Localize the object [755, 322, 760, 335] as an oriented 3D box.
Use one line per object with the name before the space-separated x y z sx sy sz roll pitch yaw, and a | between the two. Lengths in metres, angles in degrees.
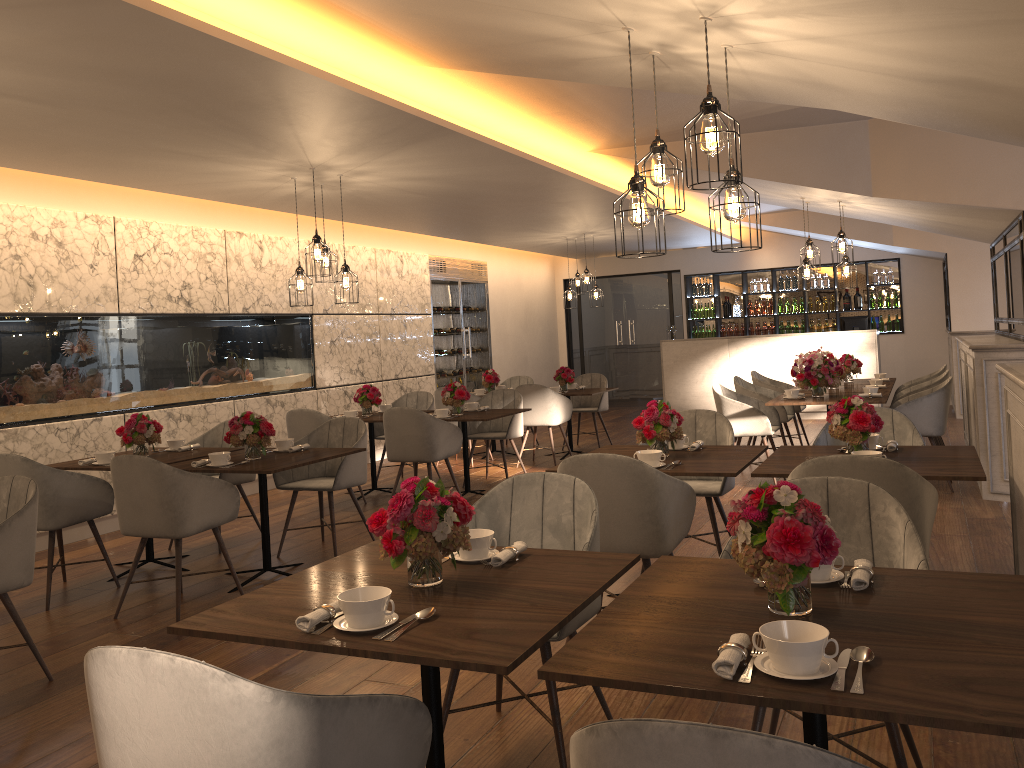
object | 3.972 -0.873 14.343 0.065 0.261 0.066 -3 0 4

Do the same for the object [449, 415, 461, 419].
object | -0.470 0.272 7.350 0.043 0.015 0.197 -2 3 21

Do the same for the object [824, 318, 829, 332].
object | 4.930 -0.902 13.897 0.065 0.261 0.066 -3 0 4

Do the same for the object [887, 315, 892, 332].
object | 5.756 -0.928 13.513 0.065 0.261 0.066 -3 0 4

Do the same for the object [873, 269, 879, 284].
object | 5.572 -1.641 13.550 0.070 0.236 0.041 -3 0 25

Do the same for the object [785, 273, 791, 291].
object | 4.391 -1.643 14.098 0.075 0.310 0.075 -3 0 36

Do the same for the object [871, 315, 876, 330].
object | 5.556 -0.922 13.606 0.065 0.263 0.066 -3 0 4

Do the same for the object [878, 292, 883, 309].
object | 5.636 -1.287 13.561 0.065 0.261 0.066 -3 0 4

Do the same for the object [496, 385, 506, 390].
object | -0.139 0.053 10.600 0.148 0.072 0.148 -5 3 -42

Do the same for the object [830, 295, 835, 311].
object | 5.010 -1.268 13.853 0.065 0.261 0.066 -3 0 4

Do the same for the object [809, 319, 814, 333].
object | 4.730 -0.896 13.990 0.065 0.261 0.066 -3 0 4

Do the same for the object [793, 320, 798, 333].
object | 4.509 -0.889 14.093 0.065 0.261 0.066 -3 0 4

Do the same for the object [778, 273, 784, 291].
object | 4.296 -1.640 14.142 0.075 0.310 0.075 -3 0 -33

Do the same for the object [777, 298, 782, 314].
object | 4.289 -1.246 14.188 0.065 0.261 0.066 -3 0 4

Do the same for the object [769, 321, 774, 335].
object | 4.172 -0.879 14.250 0.065 0.261 0.066 -3 0 4

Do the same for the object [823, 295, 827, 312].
object | 4.910 -1.265 13.899 0.065 0.261 0.066 -3 0 4

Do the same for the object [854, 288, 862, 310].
object | 5.335 -1.326 13.672 0.104 0.359 0.104 -3 0 -38

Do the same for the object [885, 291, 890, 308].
object | 5.736 -1.290 13.515 0.065 0.261 0.066 -3 0 4

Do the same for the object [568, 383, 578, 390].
object | 0.693 0.028 10.213 0.148 0.072 0.148 -5 3 -42

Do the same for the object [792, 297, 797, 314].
object | 4.489 -1.253 14.095 0.065 0.263 0.066 -3 0 4

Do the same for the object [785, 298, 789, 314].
object | 4.389 -1.250 14.141 0.065 0.263 0.066 -3 0 4

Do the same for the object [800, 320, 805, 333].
object | 4.609 -0.893 14.046 0.065 0.261 0.066 -3 0 4

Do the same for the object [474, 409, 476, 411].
object | -0.290 0.228 7.905 0.025 0.024 0.193 -3 3 25

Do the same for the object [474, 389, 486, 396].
object | -0.363 0.095 10.033 0.148 0.072 0.148 -4 3 -22

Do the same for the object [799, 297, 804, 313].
object | 4.589 -1.256 14.048 0.065 0.263 0.066 -3 0 4

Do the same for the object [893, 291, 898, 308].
object | 5.836 -1.293 13.468 0.065 0.261 0.066 -3 0 4

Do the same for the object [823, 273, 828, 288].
object | 4.909 -1.620 13.858 0.070 0.236 0.041 -3 0 25

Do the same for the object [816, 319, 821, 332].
object | 4.830 -0.899 13.944 0.065 0.261 0.066 -3 0 4

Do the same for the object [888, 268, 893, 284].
object | 5.754 -1.646 13.465 0.070 0.236 0.041 -3 0 25

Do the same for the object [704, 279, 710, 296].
object | 3.221 -1.607 14.642 0.075 0.310 0.075 -3 0 -18

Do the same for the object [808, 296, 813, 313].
object | 4.710 -1.258 13.992 0.065 0.261 0.066 -3 0 4

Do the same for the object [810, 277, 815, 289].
object | 4.727 -1.615 13.943 0.070 0.236 0.041 -3 0 25

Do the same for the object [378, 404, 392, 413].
object | -1.191 0.231 8.334 0.148 0.072 0.148 -4 3 -22

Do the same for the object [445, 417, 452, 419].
object | -0.499 0.278 7.371 0.022 0.004 0.211 -2 3 25

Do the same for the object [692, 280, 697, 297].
object | 3.032 -1.601 14.730 0.075 0.310 0.075 -3 0 -40

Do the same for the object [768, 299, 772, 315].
object | 4.152 -1.241 14.252 0.065 0.261 0.066 -3 0 4

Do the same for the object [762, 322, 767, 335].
object | 4.072 -0.876 14.296 0.065 0.261 0.066 -3 0 4

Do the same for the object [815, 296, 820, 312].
object | 4.810 -1.261 13.946 0.065 0.261 0.066 -3 0 4

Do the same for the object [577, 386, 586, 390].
object | 0.797 0.041 10.165 0.056 0.039 0.176 -2 3 25

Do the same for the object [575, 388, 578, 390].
object | 0.762 0.050 10.171 0.025 0.024 0.193 -3 3 25

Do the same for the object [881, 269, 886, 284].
object | 5.663 -1.643 13.508 0.070 0.236 0.041 -3 0 25

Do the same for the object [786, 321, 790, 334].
object | 4.409 -0.886 14.139 0.065 0.261 0.066 -3 0 4

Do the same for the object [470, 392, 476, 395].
object | -0.465 0.115 10.081 0.056 0.039 0.176 -2 3 25

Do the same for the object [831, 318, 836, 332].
object | 5.030 -0.905 13.851 0.065 0.261 0.066 -3 0 4

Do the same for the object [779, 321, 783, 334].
object | 4.309 -0.883 14.186 0.065 0.261 0.066 -3 0 4

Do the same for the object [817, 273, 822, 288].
object | 4.818 -1.618 13.900 0.070 0.236 0.041 -3 0 25

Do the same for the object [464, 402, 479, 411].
object | -0.359 0.205 7.947 0.148 0.072 0.148 -4 3 -22

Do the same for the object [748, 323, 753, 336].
object | 3.872 -0.870 14.389 0.065 0.261 0.066 -3 0 4

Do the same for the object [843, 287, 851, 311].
object | 5.194 -1.320 13.741 0.104 0.359 0.104 -3 0 -13

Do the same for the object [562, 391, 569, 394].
object | 0.581 0.094 9.616 0.043 0.015 0.197 -2 3 21

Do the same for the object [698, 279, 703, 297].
object | 3.126 -1.604 14.686 0.075 0.310 0.075 -3 0 -22

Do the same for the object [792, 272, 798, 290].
object | 4.485 -1.645 14.054 0.075 0.310 0.075 -3 0 36

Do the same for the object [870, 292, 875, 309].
object | 5.536 -1.285 13.608 0.065 0.263 0.066 -3 0 4

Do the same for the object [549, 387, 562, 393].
object | 0.469 0.070 9.646 0.148 0.072 0.148 -4 3 -22

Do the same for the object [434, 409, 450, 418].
object | -0.583 0.247 7.380 0.148 0.072 0.148 -4 3 -22

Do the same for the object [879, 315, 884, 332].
object | 5.656 -0.925 13.559 0.065 0.261 0.066 -3 0 4
